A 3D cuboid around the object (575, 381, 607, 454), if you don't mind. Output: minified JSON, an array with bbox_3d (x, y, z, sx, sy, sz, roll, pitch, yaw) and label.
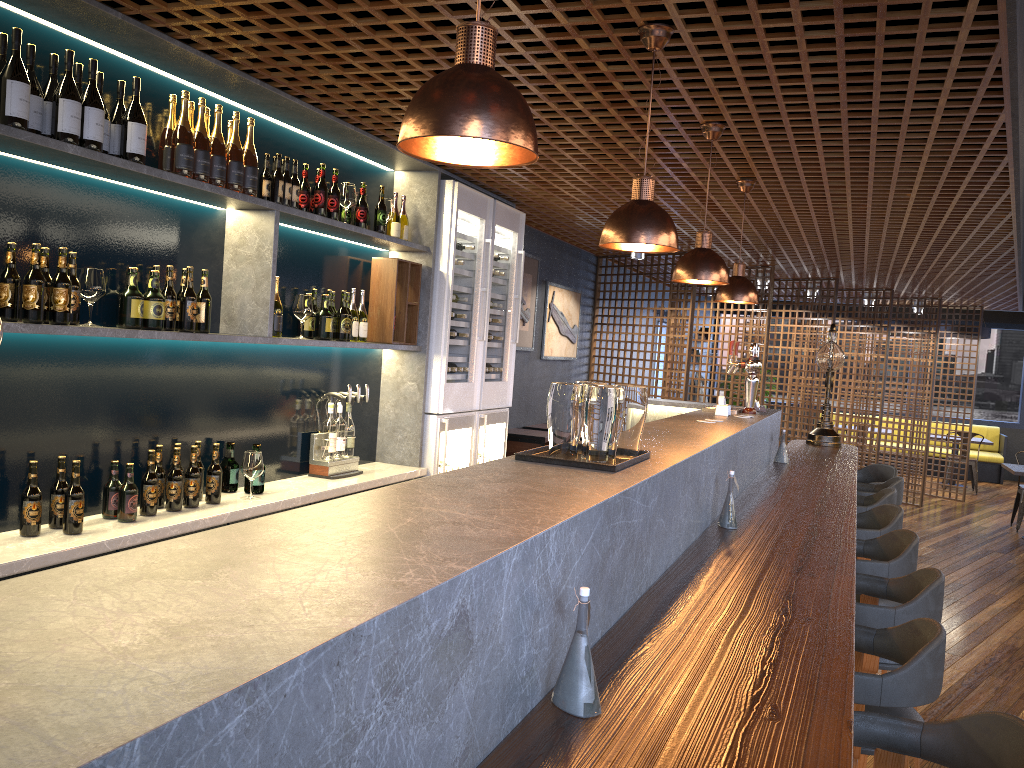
[{"bbox_3d":[0.223,0.099,2.575,0.105,0.209,0.105,3,3,-34],"label":"object"}]

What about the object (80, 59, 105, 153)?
[{"bbox_3d":[-1.409,-0.927,2.967,0.086,0.310,0.085,2,3,-41],"label":"object"}]

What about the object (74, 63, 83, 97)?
[{"bbox_3d":[-1.486,-0.935,3.027,0.085,0.310,0.086,6,3,32],"label":"object"}]

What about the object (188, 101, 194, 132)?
[{"bbox_3d":[-1.280,-0.952,3.509,0.084,0.330,0.084,6,3,28],"label":"object"}]

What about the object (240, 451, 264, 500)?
[{"bbox_3d":[-1.145,0.401,3.904,0.097,0.206,0.097,4,3,-10],"label":"object"}]

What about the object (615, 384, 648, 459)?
[{"bbox_3d":[0.332,0.108,2.540,0.105,0.209,0.105,3,3,-34],"label":"object"}]

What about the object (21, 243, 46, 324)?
[{"bbox_3d":[-1.515,-0.318,2.814,0.063,0.254,0.063,4,3,-7],"label":"object"}]

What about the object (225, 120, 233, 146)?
[{"bbox_3d":[-1.209,-0.959,3.786,0.084,0.330,0.084,6,3,28],"label":"object"}]

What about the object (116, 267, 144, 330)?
[{"bbox_3d":[-1.388,-0.312,3.232,0.088,0.224,0.088,4,3,-9],"label":"object"}]

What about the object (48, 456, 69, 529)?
[{"bbox_3d":[-1.589,0.380,3.119,0.063,0.254,0.063,3,3,-31],"label":"object"}]

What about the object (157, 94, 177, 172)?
[{"bbox_3d":[-1.317,-0.951,3.422,0.084,0.330,0.084,6,3,28],"label":"object"}]

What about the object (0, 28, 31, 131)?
[{"bbox_3d":[-1.512,-0.923,2.697,0.086,0.310,0.085,2,3,-41],"label":"object"}]

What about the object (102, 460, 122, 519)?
[{"bbox_3d":[-1.497,0.395,3.329,0.068,0.217,0.068,5,3,26],"label":"object"}]

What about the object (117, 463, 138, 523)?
[{"bbox_3d":[-1.425,0.402,3.293,0.068,0.217,0.068,5,3,16],"label":"object"}]

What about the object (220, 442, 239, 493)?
[{"bbox_3d":[-1.285,0.377,4.028,0.088,0.224,0.088,4,3,-9],"label":"object"}]

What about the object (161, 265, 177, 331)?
[{"bbox_3d":[-1.339,-0.333,3.455,0.063,0.254,0.063,2,3,-41],"label":"object"}]

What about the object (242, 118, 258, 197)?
[{"bbox_3d":[-1.103,-0.948,3.717,0.084,0.330,0.084,6,3,28],"label":"object"}]

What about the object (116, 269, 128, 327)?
[{"bbox_3d":[-1.454,-0.323,3.374,0.088,0.224,0.088,5,3,16],"label":"object"}]

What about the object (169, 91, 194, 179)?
[{"bbox_3d":[-1.245,-0.943,3.358,0.084,0.330,0.084,6,3,28],"label":"object"}]

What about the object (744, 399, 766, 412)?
[{"bbox_3d":[1.527,0.122,5.571,0.091,0.091,0.177,4,2,-4],"label":"object"}]

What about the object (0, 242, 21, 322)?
[{"bbox_3d":[-1.617,-0.328,2.855,0.063,0.254,0.063,5,3,8],"label":"object"}]

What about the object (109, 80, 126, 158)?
[{"bbox_3d":[-1.420,-0.938,3.204,0.086,0.310,0.085,3,3,-28],"label":"object"}]

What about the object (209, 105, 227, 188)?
[{"bbox_3d":[-1.177,-0.945,3.532,0.084,0.330,0.084,6,3,28],"label":"object"}]

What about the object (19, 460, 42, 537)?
[{"bbox_3d":[-1.614,0.384,2.980,0.063,0.254,0.063,2,3,-41],"label":"object"}]

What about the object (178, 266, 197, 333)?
[{"bbox_3d":[-1.249,-0.325,3.421,0.063,0.254,0.063,5,3,14],"label":"object"}]

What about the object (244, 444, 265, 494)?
[{"bbox_3d":[-1.167,0.385,4.034,0.088,0.224,0.088,5,3,16],"label":"object"}]

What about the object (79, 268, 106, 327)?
[{"bbox_3d":[-1.519,-0.312,3.201,0.097,0.206,0.097,2,3,-37],"label":"object"}]

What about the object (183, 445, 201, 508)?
[{"bbox_3d":[-1.306,0.378,3.628,0.063,0.254,0.063,3,3,-22],"label":"object"}]

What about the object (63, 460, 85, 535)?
[{"bbox_3d":[-1.505,0.389,3.051,0.063,0.254,0.063,6,3,29],"label":"object"}]

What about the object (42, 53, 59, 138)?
[{"bbox_3d":[-1.524,-0.934,2.937,0.086,0.310,0.085,3,3,-28],"label":"object"}]

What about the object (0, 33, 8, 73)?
[{"bbox_3d":[-1.590,-0.931,2.758,0.085,0.310,0.086,6,3,36],"label":"object"}]

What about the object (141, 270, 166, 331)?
[{"bbox_3d":[-1.349,-0.314,3.332,0.088,0.224,0.088,6,3,36],"label":"object"}]

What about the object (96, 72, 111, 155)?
[{"bbox_3d":[-1.457,-0.937,3.117,0.086,0.310,0.085,2,3,-41],"label":"object"}]

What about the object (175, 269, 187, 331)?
[{"bbox_3d":[-1.326,-0.338,3.582,0.063,0.254,0.063,4,3,-7],"label":"object"}]

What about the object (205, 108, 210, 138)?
[{"bbox_3d":[-1.248,-0.953,3.598,0.084,0.330,0.084,6,3,28],"label":"object"}]

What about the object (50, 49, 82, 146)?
[{"bbox_3d":[-1.445,-0.926,2.881,0.086,0.310,0.085,2,3,-35],"label":"object"}]

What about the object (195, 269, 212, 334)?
[{"bbox_3d":[-1.230,-0.329,3.534,0.063,0.254,0.063,6,3,28],"label":"object"}]

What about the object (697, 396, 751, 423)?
[{"bbox_3d":[1.108,0.129,4.555,0.200,0.106,0.766,5,3,21],"label":"object"}]

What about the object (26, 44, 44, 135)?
[{"bbox_3d":[-1.553,-0.932,2.851,0.086,0.310,0.085,2,3,-41],"label":"object"}]

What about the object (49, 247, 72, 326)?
[{"bbox_3d":[-1.478,-0.320,2.907,0.063,0.254,0.063,3,3,-32],"label":"object"}]

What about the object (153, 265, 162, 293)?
[{"bbox_3d":[-1.410,-0.341,3.501,0.063,0.254,0.063,2,3,-42],"label":"object"}]

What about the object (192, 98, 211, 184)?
[{"bbox_3d":[-1.212,-0.944,3.446,0.084,0.330,0.084,6,3,28],"label":"object"}]

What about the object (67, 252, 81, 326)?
[{"bbox_3d":[-1.535,-0.332,3.086,0.063,0.254,0.063,3,3,-21],"label":"object"}]

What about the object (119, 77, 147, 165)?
[{"bbox_3d":[-1.340,-0.930,3.148,0.086,0.310,0.085,2,3,-35],"label":"object"}]

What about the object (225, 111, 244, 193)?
[{"bbox_3d":[-1.136,-0.946,3.626,0.084,0.330,0.084,6,3,28],"label":"object"}]

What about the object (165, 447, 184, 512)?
[{"bbox_3d":[-1.342,0.379,3.535,0.063,0.254,0.063,4,3,-7],"label":"object"}]

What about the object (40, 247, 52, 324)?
[{"bbox_3d":[-1.571,-0.330,2.972,0.063,0.254,0.063,4,3,-7],"label":"object"}]
